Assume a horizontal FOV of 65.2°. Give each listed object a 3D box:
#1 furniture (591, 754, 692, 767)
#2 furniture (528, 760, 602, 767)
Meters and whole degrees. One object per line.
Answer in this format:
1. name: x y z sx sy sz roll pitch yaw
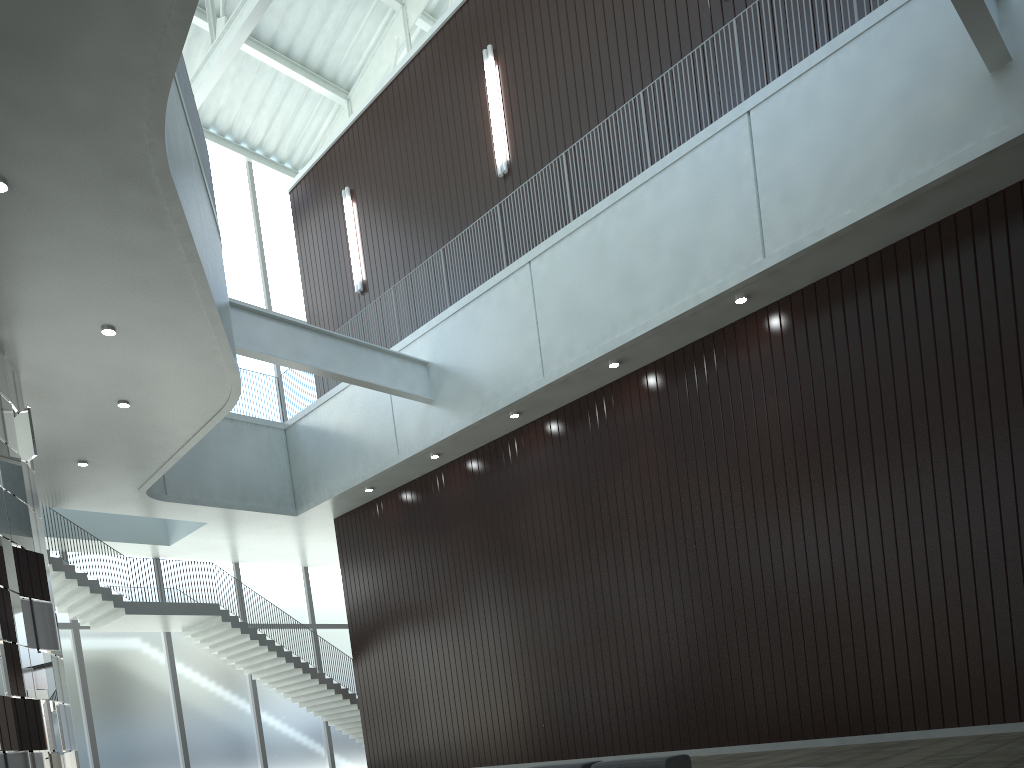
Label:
1. furniture: 5.632 16.917 35.119 2.148 1.029 4.288 10 -27 -43
2. furniture: 2.412 18.690 38.290 2.148 1.029 4.288 10 -27 -43
